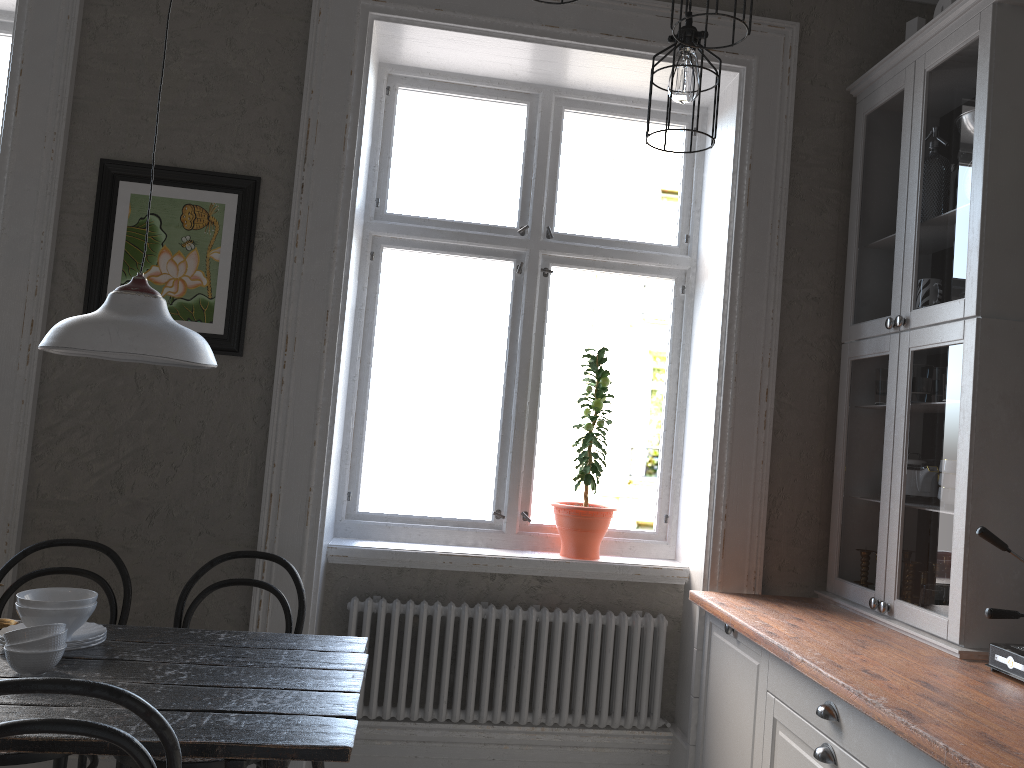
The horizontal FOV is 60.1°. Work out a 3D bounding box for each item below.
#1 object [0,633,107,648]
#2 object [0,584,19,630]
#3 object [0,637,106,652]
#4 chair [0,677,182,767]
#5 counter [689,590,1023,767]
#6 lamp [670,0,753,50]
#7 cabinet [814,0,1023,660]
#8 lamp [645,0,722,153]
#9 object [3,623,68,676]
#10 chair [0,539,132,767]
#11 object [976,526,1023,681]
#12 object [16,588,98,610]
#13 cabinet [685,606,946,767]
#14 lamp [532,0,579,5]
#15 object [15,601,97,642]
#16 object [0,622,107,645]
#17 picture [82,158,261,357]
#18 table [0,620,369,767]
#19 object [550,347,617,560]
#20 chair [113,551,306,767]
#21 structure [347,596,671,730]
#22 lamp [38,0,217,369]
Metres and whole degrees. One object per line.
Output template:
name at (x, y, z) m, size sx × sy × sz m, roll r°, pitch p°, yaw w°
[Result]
object at (-1.143, 0.636, 2.206) m, size 0.242 × 0.027 × 0.232 m, roll 7°, pitch -4°, yaw -39°
object at (-1.383, 0.590, 2.350) m, size 0.142 × 0.112 × 0.137 m, roll 6°, pitch -4°, yaw -24°
object at (-1.144, 0.645, 2.205) m, size 0.235 × 0.027 × 0.239 m, roll 4°, pitch -3°, yaw 11°
chair at (-0.816, 0.926, 1.607) m, size 0.441 × 0.921 × 0.545 m, roll 5°, pitch -3°, yaw -9°
counter at (-0.002, 0.600, 1.469) m, size 3.408 × 0.039 × 3.144 m, roll 5°, pitch -3°, yaw -7°
lamp at (0.456, -1.541, 1.762) m, size 0.149 × 1.735 × 0.144 m, roll 6°, pitch -4°, yaw -20°
cabinet at (1.411, -0.161, 2.867) m, size 0.390 × 1.921 × 0.875 m, roll 5°, pitch -3°, yaw -6°
lamp at (0.429, -1.374, 1.926) m, size 0.150 × 1.735 × 0.143 m, roll 8°, pitch -4°, yaw -40°
object at (-1.076, 0.592, 1.999) m, size 0.127 × 0.119 × 0.125 m, roll 4°, pitch -3°, yaw 9°
chair at (-1.353, 0.931, 2.484) m, size 0.441 × 0.921 × 0.545 m, roll 5°, pitch -3°, yaw -9°
object at (1.303, 0.547, 2.186) m, size 0.355 × 0.370 × 0.204 m, roll 5°, pitch -3°, yaw -7°
object at (-1.138, 0.572, 2.210) m, size 0.181 × 0.094 × 0.177 m, roll 6°, pitch -3°, yaw -16°
cabinet at (0.154, 1.001, 1.018) m, size 1.946 × 0.854 × 4.284 m, roll 2°, pitch -4°, yaw 40°
lamp at (0.148, -1.618, 1.734) m, size 0.143 × 1.735 × 0.150 m, roll 2°, pitch -4°, yaw 40°
object at (-1.140, 0.592, 2.209) m, size 0.181 × 0.094 × 0.177 m, roll 6°, pitch -3°, yaw -16°
object at (-1.142, 0.628, 2.206) m, size 0.235 × 0.027 × 0.240 m, roll 4°, pitch -3°, yaw 16°
picture at (-1.143, -0.423, 2.977) m, size 0.524 × 0.620 × 0.020 m, roll 5°, pitch -3°, yaw -8°
table at (-1.335, 0.998, 1.998) m, size 1.930 × 0.735 × 0.900 m, roll 5°, pitch -3°, yaw -7°
object at (0.295, 0.260, 3.432) m, size 0.256 × 0.813 × 0.263 m, roll 4°, pitch -4°, yaw 21°
chair at (-0.869, 0.974, 2.534) m, size 0.436 × 0.921 × 0.551 m, roll 4°, pitch -3°, yaw 6°
structure at (-0.007, 1.025, 3.242) m, size 1.231 × 0.428 × 0.147 m, roll 5°, pitch -3°, yaw -10°
lamp at (-0.811, -0.978, 2.124) m, size 0.379 × 1.859 × 0.379 m, roll 5°, pitch -3°, yaw 1°
